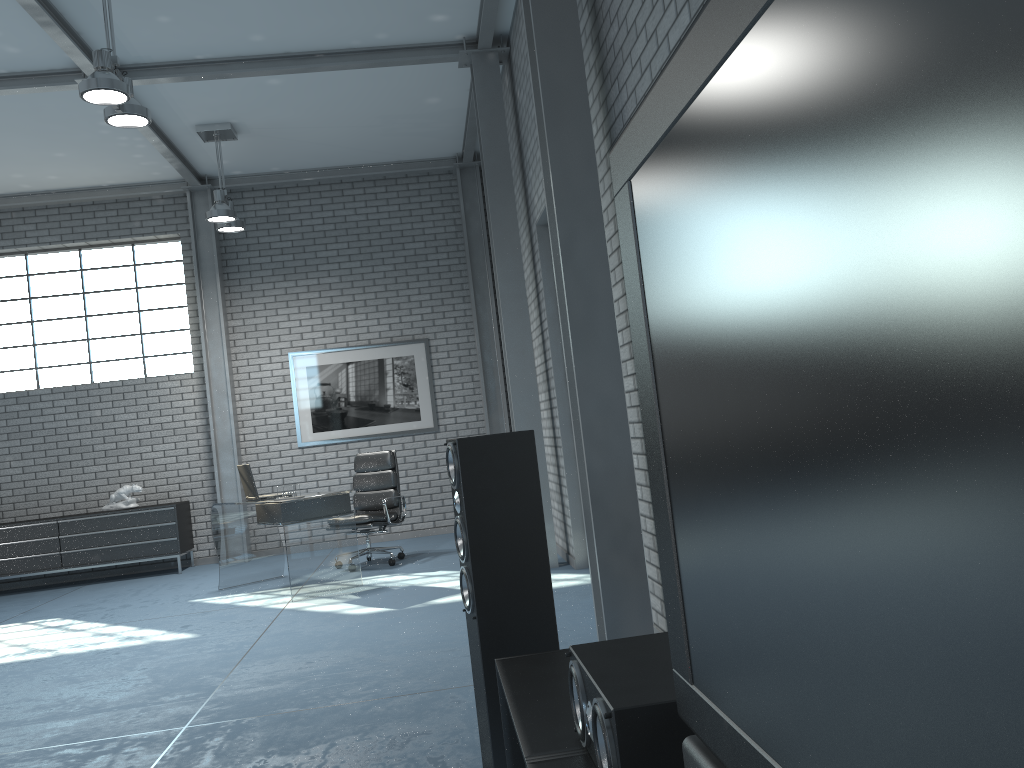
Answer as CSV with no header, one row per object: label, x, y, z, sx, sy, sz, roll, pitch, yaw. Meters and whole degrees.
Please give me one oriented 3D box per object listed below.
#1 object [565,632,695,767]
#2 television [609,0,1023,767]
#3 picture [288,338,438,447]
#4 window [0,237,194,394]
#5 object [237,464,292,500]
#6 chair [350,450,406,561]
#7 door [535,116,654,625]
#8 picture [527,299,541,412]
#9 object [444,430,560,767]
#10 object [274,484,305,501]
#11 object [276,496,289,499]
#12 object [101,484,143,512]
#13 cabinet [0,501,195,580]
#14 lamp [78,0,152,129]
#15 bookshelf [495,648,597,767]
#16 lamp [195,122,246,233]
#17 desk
object,0.244,0.531,1.432,0.254,0.159,0.381,-6,-3,-6
television,0.281,0.098,0.481,0.343,0.919,1.356,-6,-3,-6
picture,-1.587,0.088,9.491,1.490,1.015,0.020,-6,-3,-6
window,-4.544,-0.722,9.466,2.200,1.500,0.100,-6,-3,-6
object,-1.975,0.769,7.079,0.320,0.288,0.380,-5,-3,-31
chair,-1.294,1.098,7.759,0.614,0.977,0.629,-8,-3,24
door,0.566,-0.004,5.285,0.300,2.500,2.200,-6,-3,-6
picture,0.103,-0.177,8.040,0.020,1.015,1.490,-6,-3,-6
object,-0.015,0.675,2.702,0.254,1.045,0.159,-6,-3,-16
object,-1.652,0.801,6.564,0.200,0.102,0.100,-8,-3,19
object,-1.754,0.869,6.778,0.044,0.010,0.107,-8,-3,27
object,-3.920,1.142,8.923,0.496,0.244,0.151,-8,-3,19
cabinet,-4.406,1.661,8.849,2.250,0.682,0.510,-6,-3,-6
lamp,-2.323,-2.008,5.125,0.300,0.872,0.639,-6,-3,-6
bookshelf,0.318,0.824,0.831,0.405,0.497,2.764,-6,-3,-6
lamp,-2.590,-1.845,7.907,0.300,0.872,0.639,-6,-3,-6
desk,-1.813,1.254,7.023,0.593,0.718,1.358,-4,-4,-41
